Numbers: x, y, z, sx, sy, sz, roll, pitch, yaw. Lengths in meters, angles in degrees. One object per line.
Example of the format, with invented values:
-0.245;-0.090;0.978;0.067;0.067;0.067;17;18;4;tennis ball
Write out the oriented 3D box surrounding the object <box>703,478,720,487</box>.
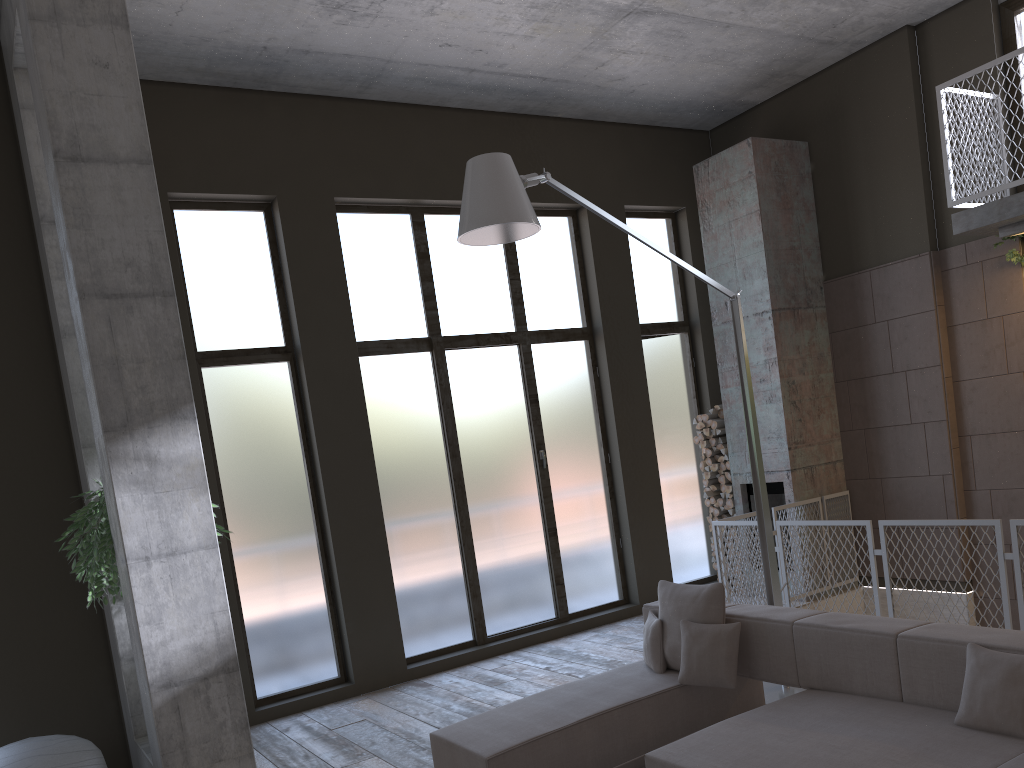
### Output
2.318;1.063;9.723;0.451;0.090;0.091;-6;-1;-30;object

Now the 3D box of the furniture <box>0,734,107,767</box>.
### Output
-3.215;2.539;4.872;1.797;0.815;1.623;-8;-2;6;furniture

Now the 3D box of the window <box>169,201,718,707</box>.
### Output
-1.728;0.542;7.521;9.109;4.200;0.210;-6;3;-33;window

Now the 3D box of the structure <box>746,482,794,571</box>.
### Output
2.706;1.462;9.052;0.056;0.933;0.579;-11;3;-32;structure

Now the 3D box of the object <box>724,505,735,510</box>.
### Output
2.480;1.310;9.549;0.360;0.068;0.123;-6;-3;-30;object

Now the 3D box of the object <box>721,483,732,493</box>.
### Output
2.468;1.105;9.548;0.433;0.094;0.093;-6;-1;-31;object

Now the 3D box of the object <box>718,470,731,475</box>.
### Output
2.391;0.938;9.536;0.329;0.057;0.089;-6;-3;-31;object

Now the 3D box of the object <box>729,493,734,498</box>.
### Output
2.432;1.184;9.415;0.248;0.048;0.063;-6;-2;-33;object

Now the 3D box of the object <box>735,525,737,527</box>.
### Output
2.578;1.475;9.516;0.430;0.080;0.116;-6;-2;-32;object

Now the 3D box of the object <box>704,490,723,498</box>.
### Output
2.290;1.193;9.676;0.418;0.073;0.072;-6;-1;-31;object

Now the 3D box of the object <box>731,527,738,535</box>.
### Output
2.573;1.556;9.504;0.475;0.084;0.094;-6;-1;-31;object

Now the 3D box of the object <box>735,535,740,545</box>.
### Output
2.570;1.667;9.477;0.360;0.126;0.064;-6;1;-30;object

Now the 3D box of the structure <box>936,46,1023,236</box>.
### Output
4.296;-0.404;5.278;3.003;4.341;3.708;-9;1;-32;structure

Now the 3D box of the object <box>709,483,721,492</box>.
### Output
2.386;1.125;9.708;0.431;0.080;0.116;-6;-2;-31;object

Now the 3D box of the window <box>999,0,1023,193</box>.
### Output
5.157;-2.535;5.873;0.109;1.755;3.598;-11;-1;-32;window

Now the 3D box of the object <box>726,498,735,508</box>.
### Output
2.440;1.260;9.428;0.289;0.103;0.101;-6;-1;-33;object

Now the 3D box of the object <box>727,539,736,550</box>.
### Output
2.481;1.728;9.576;0.291;0.108;0.099;-6;-1;-32;object

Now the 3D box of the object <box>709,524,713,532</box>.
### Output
2.392;1.575;9.834;0.432;0.108;0.080;-6;0;-32;object

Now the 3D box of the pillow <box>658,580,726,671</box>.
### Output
1.056;1.451;5.229;0.219;0.560;0.567;-10;1;-30;pillow

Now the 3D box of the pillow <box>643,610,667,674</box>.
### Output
0.894;1.622;5.474;0.151;0.378;0.367;-8;0;1;pillow

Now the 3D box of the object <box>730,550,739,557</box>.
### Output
2.569;1.817;9.602;0.433;0.094;0.093;-6;-1;-31;object

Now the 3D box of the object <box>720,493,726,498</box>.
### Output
2.454;1.190;9.582;0.418;0.068;0.067;-6;-1;-31;object

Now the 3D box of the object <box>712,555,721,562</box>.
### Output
2.392;1.906;9.730;0.418;0.073;0.072;-6;-1;-31;object

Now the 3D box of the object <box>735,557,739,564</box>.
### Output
2.598;1.889;9.568;0.418;0.067;0.068;-6;-1;-31;object

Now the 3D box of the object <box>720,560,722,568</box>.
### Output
2.493;1.966;9.785;0.450;0.090;0.091;-6;-1;-31;object

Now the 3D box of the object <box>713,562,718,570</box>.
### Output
2.448;2.008;9.859;0.433;0.093;0.092;-6;-1;-31;object

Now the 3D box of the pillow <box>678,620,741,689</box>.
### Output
1.118;1.527;4.963;0.380;0.375;0.167;-8;2;32;pillow

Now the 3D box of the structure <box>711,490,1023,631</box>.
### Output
3.849;1.335;6.643;1.907;0.938;4.468;-7;-4;-32;structure

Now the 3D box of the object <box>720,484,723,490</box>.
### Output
2.447;1.098;9.626;0.359;0.087;0.102;-6;-2;-31;object

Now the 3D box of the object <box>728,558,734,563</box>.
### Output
2.556;1.903;9.637;0.418;0.068;0.067;-6;-1;-31;object

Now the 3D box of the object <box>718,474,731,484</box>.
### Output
2.379;1.015;9.521;0.291;0.108;0.099;-6;-1;-32;object

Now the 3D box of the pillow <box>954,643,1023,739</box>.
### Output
2.052;1.291;3.664;0.184;0.361;0.373;-10;1;-32;pillow

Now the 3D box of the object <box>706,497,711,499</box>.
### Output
2.334;1.227;9.773;0.421;0.086;0.067;-6;0;-29;object

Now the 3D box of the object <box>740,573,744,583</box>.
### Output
2.627;2.067;9.508;0.360;0.126;0.064;-6;1;-30;object

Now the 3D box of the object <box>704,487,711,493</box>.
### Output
2.306;1.157;9.774;0.360;0.068;0.123;-6;-3;-33;object

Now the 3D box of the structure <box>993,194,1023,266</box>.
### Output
5.008;0.152;6.403;0.994;3.844;2.642;-11;3;-32;structure

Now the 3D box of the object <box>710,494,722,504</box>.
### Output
2.391;1.254;9.730;0.450;0.090;0.091;-6;-1;-31;object

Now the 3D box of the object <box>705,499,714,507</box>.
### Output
2.347;1.295;9.805;0.433;0.093;0.092;-6;-1;-31;object

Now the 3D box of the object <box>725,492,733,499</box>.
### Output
2.496;1.177;9.513;0.418;0.067;0.068;-6;-1;-31;object

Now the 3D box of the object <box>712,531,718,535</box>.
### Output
2.409;1.676;9.858;0.360;0.119;0.070;-6;1;-32;object

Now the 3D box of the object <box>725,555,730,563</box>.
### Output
2.513;1.903;9.700;0.475;0.084;0.094;-6;-1;-31;object

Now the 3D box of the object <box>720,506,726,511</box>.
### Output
2.432;1.337;9.639;0.355;0.075;0.065;-6;-1;-33;object

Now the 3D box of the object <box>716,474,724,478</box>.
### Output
2.387;0.984;9.604;0.356;0.075;0.065;-6;0;-30;object

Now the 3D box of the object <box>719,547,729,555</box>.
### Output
2.488;1.838;9.763;0.431;0.080;0.116;-6;-2;-31;object
